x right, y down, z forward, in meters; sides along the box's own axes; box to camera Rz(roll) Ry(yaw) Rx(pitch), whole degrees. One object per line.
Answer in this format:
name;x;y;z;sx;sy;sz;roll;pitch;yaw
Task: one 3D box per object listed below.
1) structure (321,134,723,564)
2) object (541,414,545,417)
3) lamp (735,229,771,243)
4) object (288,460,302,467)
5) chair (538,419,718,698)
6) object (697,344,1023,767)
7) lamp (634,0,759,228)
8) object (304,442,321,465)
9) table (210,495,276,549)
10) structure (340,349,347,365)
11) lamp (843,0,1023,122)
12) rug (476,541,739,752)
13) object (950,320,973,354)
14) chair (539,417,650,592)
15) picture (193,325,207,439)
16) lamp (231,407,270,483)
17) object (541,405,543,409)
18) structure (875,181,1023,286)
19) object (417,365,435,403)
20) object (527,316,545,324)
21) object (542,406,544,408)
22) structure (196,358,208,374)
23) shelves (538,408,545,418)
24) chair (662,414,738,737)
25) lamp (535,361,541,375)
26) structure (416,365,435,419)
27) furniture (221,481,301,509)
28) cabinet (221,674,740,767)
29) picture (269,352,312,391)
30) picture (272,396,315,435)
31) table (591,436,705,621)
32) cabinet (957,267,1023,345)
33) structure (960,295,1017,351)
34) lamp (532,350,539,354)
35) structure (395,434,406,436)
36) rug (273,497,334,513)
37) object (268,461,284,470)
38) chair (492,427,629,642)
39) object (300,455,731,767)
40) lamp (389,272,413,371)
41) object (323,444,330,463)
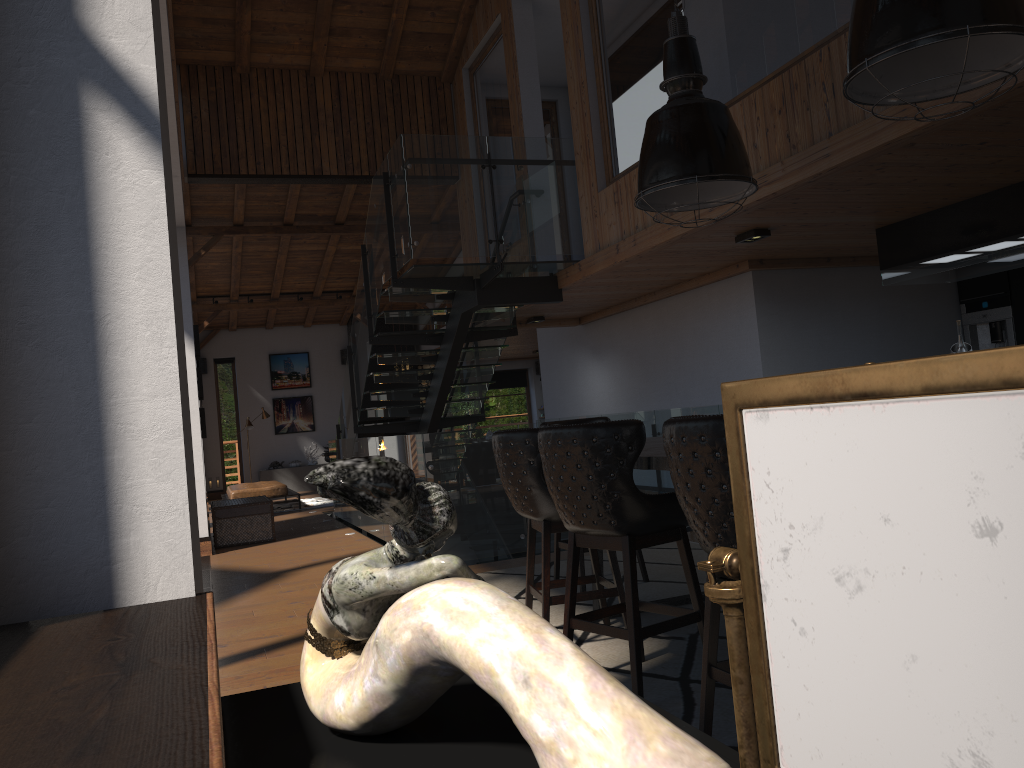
structure;-2.300;1.300;8.291;9.286;6.402;10.930;-4;-3;-20
object;0.871;0.811;23.083;0.187;0.084;0.354;-6;-2;16
lamp;1.839;-1.137;6.776;0.156;0.068;0.259;-5;-2;-20
object;-4.802;1.761;19.629;0.283;0.161;0.257;-5;-3;-18
chair;0.433;0.691;3.566;0.575;1.092;0.498;-3;-3;-36
object;0.183;0.127;0.202;0.151;0.288;0.496;-4;-3;-19
lamp;0.725;-3.140;4.602;0.615;4.687;0.627;-7;-3;25
object;-4.448;1.548;19.683;0.422;0.532;0.262;-7;-3;39
table;-3.252;1.639;10.671;0.690;0.470;1.243;-5;-2;-20
structure;-3.824;-0.621;20.374;0.215;0.349;0.212;-4;-3;-20
lamp;1.242;-3.248;3.114;0.615;4.687;0.627;-7;-3;25
rug;1.172;1.198;4.267;2.572;0.047;5.583;-5;-2;-20
object;3.377;-0.252;6.659;0.228;0.453;0.223;-4;-3;-20
chair;0.497;0.774;5.826;0.508;1.092;0.563;-4;-3;-21
picture;-3.734;-0.008;10.607;0.059;1.313;0.767;-4;-3;-19
lamp;-5.418;1.436;18.481;0.527;1.900;1.322;-5;-3;1
object;0.825;0.598;23.171;0.161;0.084;0.188;-4;-3;-21
structure;3.815;-1.160;5.749;0.717;0.476;3.222;-5;-2;-19
object;-1.962;0.842;20.756;0.498;2.613;0.462;-4;-3;-20
object;0.299;-0.816;11.207;0.156;0.068;0.259;-5;-2;-20
object;0.883;0.586;23.004;0.191;0.084;0.158;-4;-3;-21
structure;-6.743;-0.388;19.280;0.215;0.349;0.212;-4;-3;-20
shelves;1.905;0.912;20.113;0.617;0.989;6.586;-4;-2;-19
chair;0.792;0.622;2.684;0.573;1.092;0.499;-4;-3;-21
lamp;0.734;-0.422;23.201;0.215;0.349;0.212;-4;-3;-20
structure;-1.953;0.834;20.750;0.506;2.618;0.507;-4;-3;-20
furniture;-4.424;1.953;15.442;1.185;0.437;2.735;-5;-2;-20
cabinet;0.179;0.600;0.173;0.405;0.655;1.850;-4;-3;-19
picture;-5.001;-0.291;19.996;0.886;0.816;0.035;-4;-3;-20
picture;-4.909;0.699;19.945;0.886;0.816;0.035;-4;-3;-20
table;1.177;0.728;3.967;1.441;0.950;3.764;-5;-2;-20
cabinet;5.912;-0.372;6.120;0.548;2.382;6.374;-4;-3;-19
structure;4.774;-0.365;8.776;0.257;0.946;0.592;-4;-3;-20
lamp;0.593;-0.766;20.926;0.156;0.068;0.259;-5;-2;-20
structure;-2.868;1.453;20.222;0.990;0.514;0.182;-4;-3;-21
rug;-3.121;2.033;15.703;3.838;0.053;2.411;-5;-2;-19
object;-5.170;1.777;19.471;0.402;0.183;0.228;-6;-3;24
chair;0.229;0.751;4.355;0.571;1.092;0.501;-5;-3;-11
object;-0.031;0.182;0.708;0.494;0.263;0.182;-7;-3;38
lamp;-2.339;-1.164;18.006;0.264;2.203;0.794;-4;-3;-29
object;-4.056;1.547;19.896;0.341;0.455;0.334;-6;-3;6
